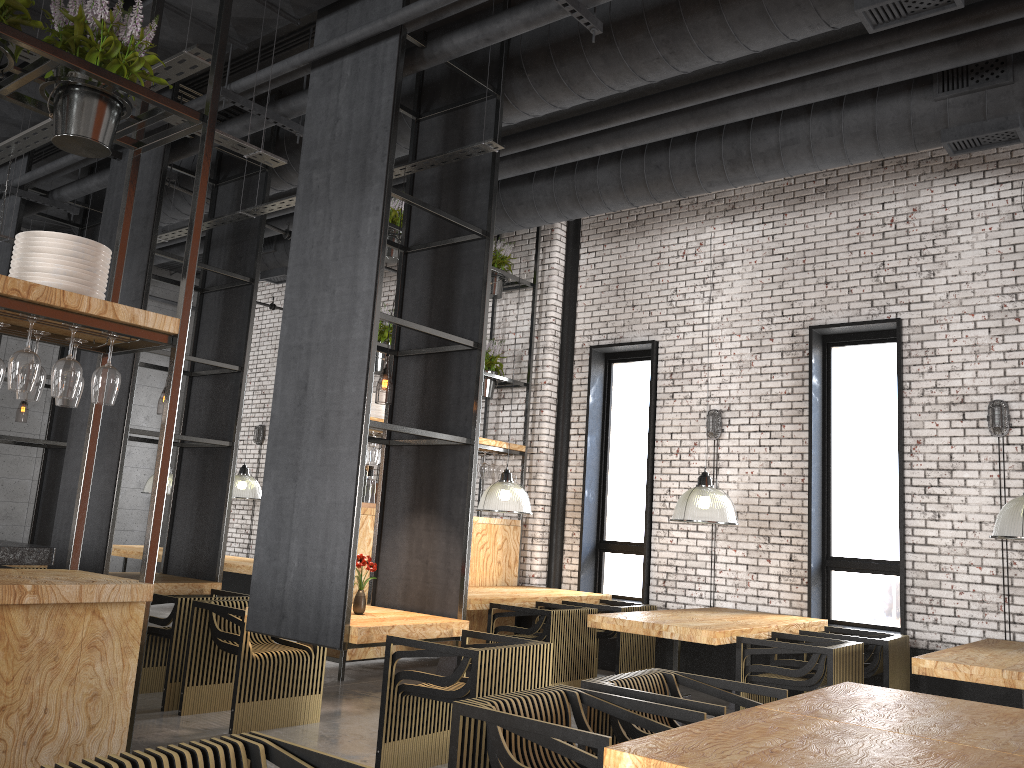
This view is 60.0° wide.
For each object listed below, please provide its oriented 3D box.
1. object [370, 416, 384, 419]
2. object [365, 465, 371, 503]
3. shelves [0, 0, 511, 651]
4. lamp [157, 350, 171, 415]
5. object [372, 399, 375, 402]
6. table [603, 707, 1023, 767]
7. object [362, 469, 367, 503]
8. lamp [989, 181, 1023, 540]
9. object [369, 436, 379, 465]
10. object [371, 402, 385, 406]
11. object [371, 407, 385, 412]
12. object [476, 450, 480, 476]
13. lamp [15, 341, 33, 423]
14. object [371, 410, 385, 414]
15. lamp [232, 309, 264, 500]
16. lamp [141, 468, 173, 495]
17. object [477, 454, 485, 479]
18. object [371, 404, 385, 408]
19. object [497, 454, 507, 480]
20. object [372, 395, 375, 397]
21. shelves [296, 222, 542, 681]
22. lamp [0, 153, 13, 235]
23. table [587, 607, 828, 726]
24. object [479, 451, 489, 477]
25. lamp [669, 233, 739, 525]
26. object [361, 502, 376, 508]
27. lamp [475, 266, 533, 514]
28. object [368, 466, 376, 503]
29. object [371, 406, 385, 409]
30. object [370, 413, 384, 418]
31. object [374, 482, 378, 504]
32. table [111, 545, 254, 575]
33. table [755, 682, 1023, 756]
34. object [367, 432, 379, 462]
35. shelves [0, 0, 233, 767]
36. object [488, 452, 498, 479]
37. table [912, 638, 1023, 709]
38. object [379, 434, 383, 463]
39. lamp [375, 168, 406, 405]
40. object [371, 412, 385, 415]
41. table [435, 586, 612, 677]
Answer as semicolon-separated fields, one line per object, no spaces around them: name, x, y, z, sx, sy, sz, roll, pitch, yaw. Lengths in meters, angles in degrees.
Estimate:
object;-1.331;0.327;8.162;0.334;0.033;0.334;6;-10;-13
object;-1.336;0.920;8.012;0.107;0.369;0.070;-4;-13;37
shelves;-2.811;-0.506;7.330;6.143;4.382;1.000;-4;-13;38
lamp;-2.774;-0.537;7.335;0.108;1.605;0.108;5;-10;-4
object;-1.321;0.176;8.189;0.334;0.041;0.333;3;-9;8
table;0.923;1.418;2.401;0.999;0.766;0.994;-4;-12;38
object;-1.383;0.810;7.942;0.156;0.556;0.106;-4;-13;37
lamp;3.392;-0.199;5.808;0.536;2.414;0.535;7;-11;-15
object;-1.297;0.631;8.389;0.101;0.268;0.100;7;-11;-14
object;-1.322;0.195;8.185;0.335;0.043;0.333;0;-10;22
object;-1.326;0.249;8.176;0.334;0.039;0.333;3;-9;5
object;-0.377;0.806;9.074;0.101;0.268;0.100;8;-11;-20
lamp;-4.825;-0.409;8.951;0.108;1.605;0.108;7;-11;-19
object;-1.327;0.268;8.171;0.335;0.040;0.333;3;-9;3
lamp;-3.172;0.188;10.841;0.536;2.414;0.535;7;-11;-15
lamp;-4.525;0.272;11.906;0.536;2.414;0.535;6;-11;-9
object;-0.329;0.894;9.589;0.101;0.268;0.100;8;-11;-20
object;-1.323;0.215;8.182;0.334;0.039;0.334;13;-13;-43
object;-0.104;0.880;9.413;0.101;0.268;0.100;8;-11;-20
object;-1.318;0.138;8.196;0.335;0.039;0.333;2;-10;14
shelves;-0.798;0.201;8.881;0.689;5.037;2.326;-4;-13;38
lamp;-2.829;-0.539;4.788;0.127;1.552;0.127;-4;-13;38
table;1.565;2.190;6.825;0.999;0.766;2.110;-4;-12;38
object;-0.286;0.830;9.187;0.101;0.268;0.100;8;-11;-20
lamp;1.595;-0.087;7.223;0.536;2.414;0.535;7;-11;-15
object;-1.422;1.100;8.051;0.411;0.050;0.410;-3;-12;37
lamp;0.006;0.012;8.475;0.536;2.414;0.535;7;-11;-15
object;-1.296;0.931;8.063;0.107;0.369;0.070;-4;-13;37
object;-1.324;0.230;8.179;0.334;0.041;0.334;9;-11;-29
object;-1.330;0.306;8.166;0.334;0.046;0.333;1;-10;19
object;-1.243;1.018;8.106;0.056;0.250;0.055;-2;-12;31
table;-3.913;2.486;10.860;4.132;0.766;0.997;-4;-12;38
table;1.542;1.586;3.169;0.999;0.766;0.994;-4;-12;38
object;-1.254;0.567;7.986;0.101;0.268;0.100;7;-11;-14
shelves;-2.569;-1.002;2.306;0.689;5.037;3.649;-4;-13;38
object;-0.195;0.855;9.300;0.101;0.268;0.100;8;-11;-20
table;3.290;2.083;5.467;0.999;0.766;2.110;-4;-12;38
object;-1.163;0.592;8.099;0.101;0.268;0.100;7;-11;-14
lamp;-0.762;-0.663;5.750;0.108;1.605;0.108;2;-11;11
object;-1.328;0.288;8.169;0.335;0.037;0.333;3;-9;5
table;-0.092;2.294;8.130;0.999;0.766;2.110;-4;-12;38
